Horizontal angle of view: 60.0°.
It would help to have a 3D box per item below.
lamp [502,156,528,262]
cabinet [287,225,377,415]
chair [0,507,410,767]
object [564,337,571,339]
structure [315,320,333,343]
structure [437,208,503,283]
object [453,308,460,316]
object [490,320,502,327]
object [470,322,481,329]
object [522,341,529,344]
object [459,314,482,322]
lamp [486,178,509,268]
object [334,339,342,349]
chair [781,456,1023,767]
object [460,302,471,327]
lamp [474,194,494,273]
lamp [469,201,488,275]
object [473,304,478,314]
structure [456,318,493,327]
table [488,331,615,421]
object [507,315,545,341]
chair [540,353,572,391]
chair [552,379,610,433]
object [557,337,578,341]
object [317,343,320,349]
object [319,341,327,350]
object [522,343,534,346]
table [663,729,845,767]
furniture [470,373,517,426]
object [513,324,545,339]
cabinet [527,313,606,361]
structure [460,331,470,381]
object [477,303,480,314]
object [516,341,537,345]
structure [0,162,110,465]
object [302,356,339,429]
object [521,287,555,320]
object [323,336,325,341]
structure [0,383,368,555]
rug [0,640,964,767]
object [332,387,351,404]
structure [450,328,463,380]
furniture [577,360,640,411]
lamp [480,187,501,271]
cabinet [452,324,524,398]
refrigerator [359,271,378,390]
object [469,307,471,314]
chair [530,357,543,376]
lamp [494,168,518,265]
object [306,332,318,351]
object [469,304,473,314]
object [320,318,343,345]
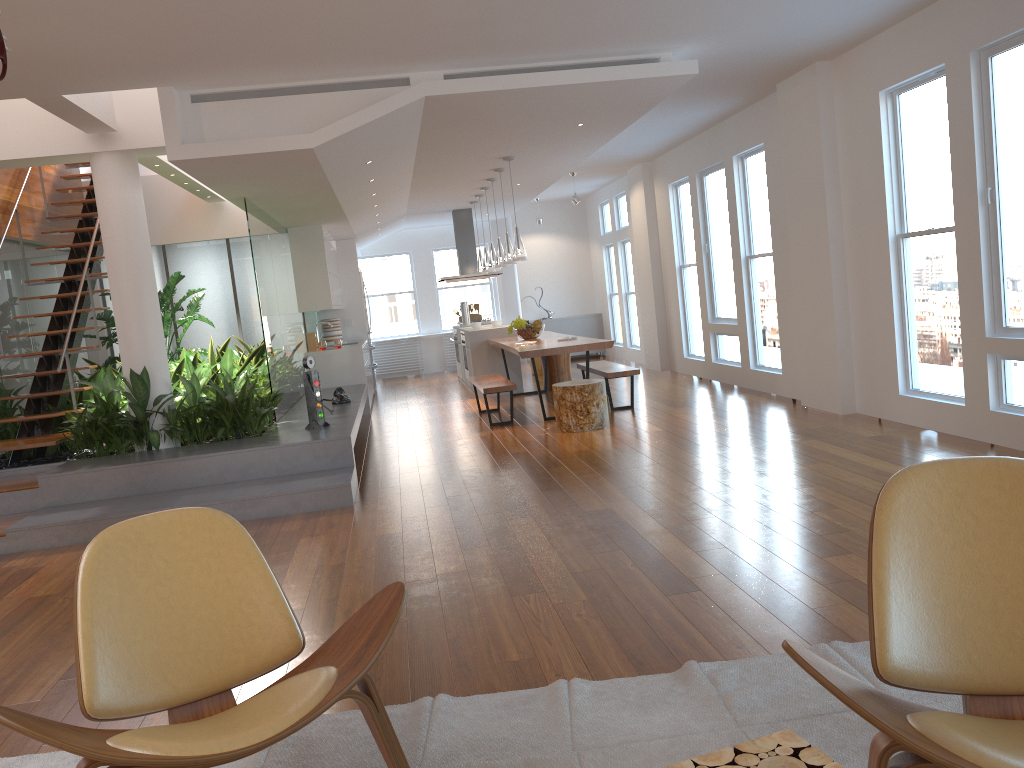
[{"bbox_3d":[0.021,-1.720,8.554,0.160,1.060,0.160,-4,6,20],"label":"lamp"},{"bbox_3d":[-2.439,-0.909,12.631,0.676,2.280,4.565,-7,6,-7],"label":"cabinet"},{"bbox_3d":[-0.665,0.735,2.162,0.856,0.752,0.867,-7,6,-2],"label":"chair"},{"bbox_3d":[0.563,-0.463,9.002,0.079,0.030,0.070,-2,7,36],"label":"object"},{"bbox_3d":[-2.447,-0.568,11.642,0.248,0.536,0.115,-7,6,-7],"label":"structure"},{"bbox_3d":[-0.703,-2.232,13.058,0.909,1.405,0.900,-7,6,-7],"label":"structure"},{"bbox_3d":[-0.801,-1.042,13.636,0.199,0.259,0.016,-6,6,3],"label":"object"},{"bbox_3d":[-0.197,-0.764,11.258,0.152,0.082,0.152,-1,8,43],"label":"object"},{"bbox_3d":[-0.459,-0.744,11.349,0.152,0.082,0.152,-3,7,32],"label":"object"},{"bbox_3d":[0.142,-0.415,8.997,0.070,0.030,0.079,-12,8,-44],"label":"object"},{"bbox_3d":[-0.640,-0.999,13.653,0.353,0.157,0.084,-7,6,-7],"label":"object"},{"bbox_3d":[-0.174,-1.844,9.981,0.160,1.060,0.160,-4,6,20],"label":"lamp"},{"bbox_3d":[-2.086,-0.480,10.623,0.094,0.106,0.094,-7,6,-1],"label":"object"},{"bbox_3d":[1.058,0.594,1.658,0.856,0.752,0.867,-1,8,43],"label":"chair"},{"bbox_3d":[-0.657,-1.002,12.736,0.120,0.356,0.172,-1,8,41],"label":"object"},{"bbox_3d":[-0.369,-1.968,11.409,0.160,1.060,0.160,-4,6,20],"label":"lamp"},{"bbox_3d":[-0.466,-2.030,12.123,0.160,1.060,0.160,-4,6,20],"label":"lamp"},{"bbox_3d":[-0.551,-1.087,13.651,0.068,0.298,0.039,-7,6,-7],"label":"object"},{"bbox_3d":[-0.562,-0.918,13.220,0.520,0.073,0.650,-7,6,-7],"label":"structure"},{"bbox_3d":[0.135,-0.252,11.027,0.893,0.704,5.996,-7,6,-7],"label":"table"},{"bbox_3d":[0.165,-0.640,9.982,0.394,0.284,0.292,-12,8,-43],"label":"object"},{"bbox_3d":[0.556,-0.161,10.962,0.396,0.455,0.402,-8,6,-17],"label":"chair"},{"bbox_3d":[0.601,0.185,7.741,0.460,0.400,0.460,-6,6,3],"label":"chair"},{"bbox_3d":[0.564,-0.457,9.003,0.222,0.020,0.222,-8,6,-15],"label":"object"},{"bbox_3d":[-2.470,-0.519,11.140,0.100,0.170,0.173,-7,6,-5],"label":"object"},{"bbox_3d":[-2.271,-0.462,10.647,0.094,0.106,0.094,-7,6,-1],"label":"object"},{"bbox_3d":[0.147,-0.393,8.863,0.149,0.014,0.044,-7,6,-8],"label":"object"},{"bbox_3d":[0.281,0.850,1.083,0.548,0.534,0.489,-8,6,-19],"label":"table"},{"bbox_3d":[-0.188,0.155,8.987,0.316,0.389,1.433,-7,6,-7],"label":"furniture"},{"bbox_3d":[0.199,-0.579,9.978,0.360,0.159,0.360,-12,8,-43],"label":"object"},{"bbox_3d":[0.895,-0.779,15.185,1.309,0.725,0.420,-7,6,-7],"label":"cabinet"},{"bbox_3d":[-0.613,-0.383,11.818,0.072,0.648,0.644,-7,6,-7],"label":"structure"},{"bbox_3d":[-0.517,-1.093,13.673,0.057,0.294,0.030,-7,6,-7],"label":"object"},{"bbox_3d":[0.142,-0.409,8.997,0.222,0.020,0.222,-3,7,33],"label":"object"},{"bbox_3d":[-3.455,-1.539,8.635,2.552,4.265,4.591,-7,6,-7],"label":"structure"},{"bbox_3d":[-1.473,0.059,6.812,0.318,0.565,0.134,-3,7,29],"label":"object"},{"bbox_3d":[0.452,-1.366,15.029,0.590,0.563,0.210,-11,7,-36],"label":"object"},{"bbox_3d":[-2.553,-0.665,12.572,0.265,0.196,0.284,-2,7,35],"label":"object"},{"bbox_3d":[-2.927,0.554,8.218,3.088,0.386,5.584,-7,6,-7],"label":"structure"},{"bbox_3d":[0.258,1.080,1.076,3.525,0.057,3.478,-7,6,-3],"label":"rug"},{"bbox_3d":[-1.666,0.109,8.529,0.216,0.155,0.181,-12,8,-42],"label":"object"},{"bbox_3d":[-0.555,-0.491,13.246,0.649,0.735,0.890,-7,6,-7],"label":"structure"},{"bbox_3d":[0.986,0.009,9.135,0.316,0.389,1.433,-7,6,-7],"label":"furniture"},{"bbox_3d":[-0.271,-1.906,10.695,0.160,1.060,0.160,-4,6,20],"label":"lamp"},{"bbox_3d":[-0.390,-0.393,12.357,0.597,0.832,2.936,-7,6,-7],"label":"cabinet"},{"bbox_3d":[-2.462,-0.767,13.393,0.725,1.772,0.908,-7,6,-7],"label":"refrigerator"},{"bbox_3d":[-0.650,-1.078,13.655,0.061,0.299,0.040,-7,6,-10],"label":"object"},{"bbox_3d":[0.462,-0.370,13.175,0.344,0.430,0.549,-7,6,-3],"label":"chair"},{"bbox_3d":[-0.077,-1.782,9.268,0.160,1.060,0.160,-4,6,20],"label":"lamp"},{"bbox_3d":[-2.453,-0.522,10.891,0.104,0.222,0.200,-7,6,-7],"label":"object"},{"bbox_3d":[-0.613,-1.080,13.640,0.057,0.299,0.019,-7,6,-7],"label":"object"},{"bbox_3d":[-2.476,-0.718,12.187,0.267,0.356,0.266,-4,6,18],"label":"object"}]
